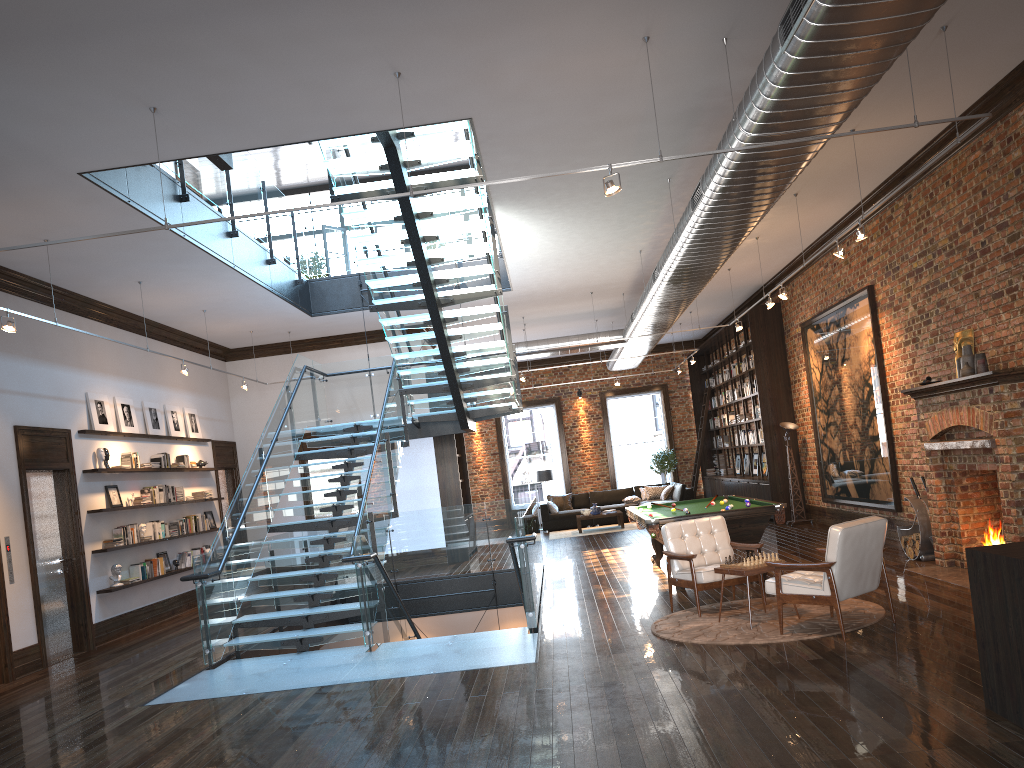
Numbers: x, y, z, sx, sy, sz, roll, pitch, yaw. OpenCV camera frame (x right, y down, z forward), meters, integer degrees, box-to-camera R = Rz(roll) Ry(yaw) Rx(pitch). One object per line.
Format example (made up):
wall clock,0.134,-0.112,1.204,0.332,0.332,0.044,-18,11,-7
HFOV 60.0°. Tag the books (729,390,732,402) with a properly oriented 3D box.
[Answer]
books,5.148,0.283,20.640,0.175,0.302,0.067,-7,-1,3

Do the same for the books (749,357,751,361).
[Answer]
books,4.973,-0.412,18.401,0.180,0.278,0.009,-7,-1,3

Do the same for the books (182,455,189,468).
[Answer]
books,-5.149,1.221,13.879,0.161,0.207,0.012,-7,-1,3

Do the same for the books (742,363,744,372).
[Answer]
books,5.000,-0.346,18.861,0.174,0.229,0.014,-7,-1,3

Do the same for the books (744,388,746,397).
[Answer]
books,5.062,0.174,18.926,0.181,0.207,0.030,-7,-1,3

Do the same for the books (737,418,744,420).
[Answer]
books,5.150,0.768,19.671,0.294,0.007,0.132,-7,-6,6

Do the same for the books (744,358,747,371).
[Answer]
books,4.971,-0.408,18.549,0.183,0.299,0.018,-7,-1,3

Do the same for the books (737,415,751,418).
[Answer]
books,5.145,0.725,19.685,0.282,0.010,0.170,-7,-6,2

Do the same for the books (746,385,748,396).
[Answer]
books,5.063,0.145,18.804,0.160,0.241,0.031,-7,-1,3

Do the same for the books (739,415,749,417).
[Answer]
books,5.144,0.711,19.693,0.196,0.019,0.173,-8,-6,7

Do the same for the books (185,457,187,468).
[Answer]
books,-5.152,1.224,13.821,0.142,0.192,0.013,-7,-1,3

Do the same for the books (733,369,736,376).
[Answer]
books,5.031,-0.249,19.747,0.193,0.202,0.027,-7,-1,3

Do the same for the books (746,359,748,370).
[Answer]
books,4.981,-0.420,18.478,0.182,0.306,0.009,-7,-1,3

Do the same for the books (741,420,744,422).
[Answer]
books,5.152,0.807,19.435,0.204,0.035,0.268,-7,-5,3

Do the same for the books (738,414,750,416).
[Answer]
books,5.142,0.694,19.687,0.243,0.015,0.165,-7,-6,5

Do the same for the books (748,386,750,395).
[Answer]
books,5.052,0.125,18.565,0.186,0.237,0.035,-7,-1,3

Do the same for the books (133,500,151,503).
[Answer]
books,-5.161,1.641,12.360,0.142,0.011,0.257,-7,-6,5

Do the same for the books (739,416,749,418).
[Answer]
books,5.146,0.735,19.665,0.199,0.015,0.134,-7,-6,2

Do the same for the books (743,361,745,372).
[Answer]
books,4.982,-0.374,18.700,0.185,0.258,0.032,-7,-1,3

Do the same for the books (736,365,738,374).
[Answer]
books,5.032,-0.303,19.496,0.166,0.259,0.007,-7,-1,3

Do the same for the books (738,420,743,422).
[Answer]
books,5.157,0.818,19.679,0.244,0.025,0.161,-7,-5,1

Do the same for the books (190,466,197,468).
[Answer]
books,-5.132,1.334,14.122,0.143,0.028,0.236,-7,-5,2

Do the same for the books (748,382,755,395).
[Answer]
books,5.037,0.096,18.500,0.183,0.285,0.034,-7,-1,3

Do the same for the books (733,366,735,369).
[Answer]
books,5.035,-0.281,19.780,0.180,0.270,0.011,-7,-1,3

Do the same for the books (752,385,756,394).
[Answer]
books,5.048,0.122,18.392,0.182,0.218,0.051,-7,-1,3

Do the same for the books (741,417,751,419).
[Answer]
books,5.150,0.762,19.684,0.292,0.008,0.159,-7,-6,6

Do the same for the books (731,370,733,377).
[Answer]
books,5.099,-0.214,20.320,0.137,0.228,0.066,-7,-1,3

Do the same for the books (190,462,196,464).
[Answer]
books,-5.142,1.267,14.111,0.143,0.027,0.219,-8,-6,7

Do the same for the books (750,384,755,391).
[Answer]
books,5.040,0.117,18.421,0.171,0.237,0.058,-7,-1,3

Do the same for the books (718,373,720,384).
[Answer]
books,5.128,-0.124,21.632,0.163,0.297,0.029,-7,-1,3

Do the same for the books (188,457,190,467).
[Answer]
books,-5.147,1.240,13.945,0.159,0.183,0.014,-7,-1,3

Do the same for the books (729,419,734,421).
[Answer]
books,5.202,0.840,20.817,0.198,0.017,0.355,-7,-6,2

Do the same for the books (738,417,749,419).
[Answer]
books,5.149,0.751,19.680,0.236,0.014,0.166,-7,-6,2

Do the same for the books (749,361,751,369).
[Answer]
books,4.979,-0.382,18.347,0.188,0.208,0.052,-7,-1,3

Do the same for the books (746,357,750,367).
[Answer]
books,4.979,-0.421,18.413,0.188,0.296,0.015,-7,-1,3

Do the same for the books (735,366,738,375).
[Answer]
books,5.019,-0.290,19.504,0.191,0.239,0.008,-7,-1,3

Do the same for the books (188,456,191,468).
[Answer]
books,-5.151,1.237,13.973,0.152,0.195,0.013,-7,-1,3

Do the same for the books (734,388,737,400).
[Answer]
books,5.108,0.238,20.032,0.190,0.284,0.013,-7,-1,3

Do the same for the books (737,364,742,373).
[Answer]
books,5.022,-0.310,19.381,0.191,0.254,0.062,-7,-1,3

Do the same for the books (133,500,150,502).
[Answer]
books,-5.162,1.631,12.359,0.142,0.011,0.257,-7,-6,0

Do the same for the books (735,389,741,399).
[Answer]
books,5.084,0.222,19.580,0.272,0.240,0.083,-7,-1,3

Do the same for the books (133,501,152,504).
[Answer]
books,-5.155,1.651,12.359,0.141,0.011,0.289,-8,-6,7

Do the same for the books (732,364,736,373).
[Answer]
books,5.045,-0.296,19.925,0.186,0.328,0.069,-7,-1,3

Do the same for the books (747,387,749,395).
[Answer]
books,5.048,0.149,18.658,0.181,0.209,0.024,-7,-1,3

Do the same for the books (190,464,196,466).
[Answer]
books,-5.132,1.305,14.116,0.154,0.028,0.192,-7,-5,-3

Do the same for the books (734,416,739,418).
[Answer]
books,5.142,0.735,20.046,0.207,0.008,0.329,-8,-6,7

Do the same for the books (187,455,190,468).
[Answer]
books,-5.152,1.226,13.930,0.156,0.210,0.015,-7,-1,3

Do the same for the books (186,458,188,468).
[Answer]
books,-5.145,1.238,13.833,0.162,0.164,0.013,-7,-1,3

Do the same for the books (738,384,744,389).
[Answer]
books,5.105,0.175,19.641,0.155,0.334,0.014,-7,-1,3

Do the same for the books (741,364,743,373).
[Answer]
books,5.003,-0.326,18.942,0.183,0.206,0.053,-7,-1,3

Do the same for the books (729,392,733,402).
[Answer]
books,5.132,0.296,20.469,0.191,0.249,0.024,-7,-1,3

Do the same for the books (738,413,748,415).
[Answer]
books,5.138,0.667,19.678,0.260,0.005,0.142,-8,-6,7

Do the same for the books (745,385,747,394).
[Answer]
books,5.066,0.138,18.875,0.166,0.268,0.011,-7,-1,3

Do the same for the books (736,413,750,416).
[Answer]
books,5.140,0.676,19.688,0.285,0.012,0.160,-7,-6,-1
